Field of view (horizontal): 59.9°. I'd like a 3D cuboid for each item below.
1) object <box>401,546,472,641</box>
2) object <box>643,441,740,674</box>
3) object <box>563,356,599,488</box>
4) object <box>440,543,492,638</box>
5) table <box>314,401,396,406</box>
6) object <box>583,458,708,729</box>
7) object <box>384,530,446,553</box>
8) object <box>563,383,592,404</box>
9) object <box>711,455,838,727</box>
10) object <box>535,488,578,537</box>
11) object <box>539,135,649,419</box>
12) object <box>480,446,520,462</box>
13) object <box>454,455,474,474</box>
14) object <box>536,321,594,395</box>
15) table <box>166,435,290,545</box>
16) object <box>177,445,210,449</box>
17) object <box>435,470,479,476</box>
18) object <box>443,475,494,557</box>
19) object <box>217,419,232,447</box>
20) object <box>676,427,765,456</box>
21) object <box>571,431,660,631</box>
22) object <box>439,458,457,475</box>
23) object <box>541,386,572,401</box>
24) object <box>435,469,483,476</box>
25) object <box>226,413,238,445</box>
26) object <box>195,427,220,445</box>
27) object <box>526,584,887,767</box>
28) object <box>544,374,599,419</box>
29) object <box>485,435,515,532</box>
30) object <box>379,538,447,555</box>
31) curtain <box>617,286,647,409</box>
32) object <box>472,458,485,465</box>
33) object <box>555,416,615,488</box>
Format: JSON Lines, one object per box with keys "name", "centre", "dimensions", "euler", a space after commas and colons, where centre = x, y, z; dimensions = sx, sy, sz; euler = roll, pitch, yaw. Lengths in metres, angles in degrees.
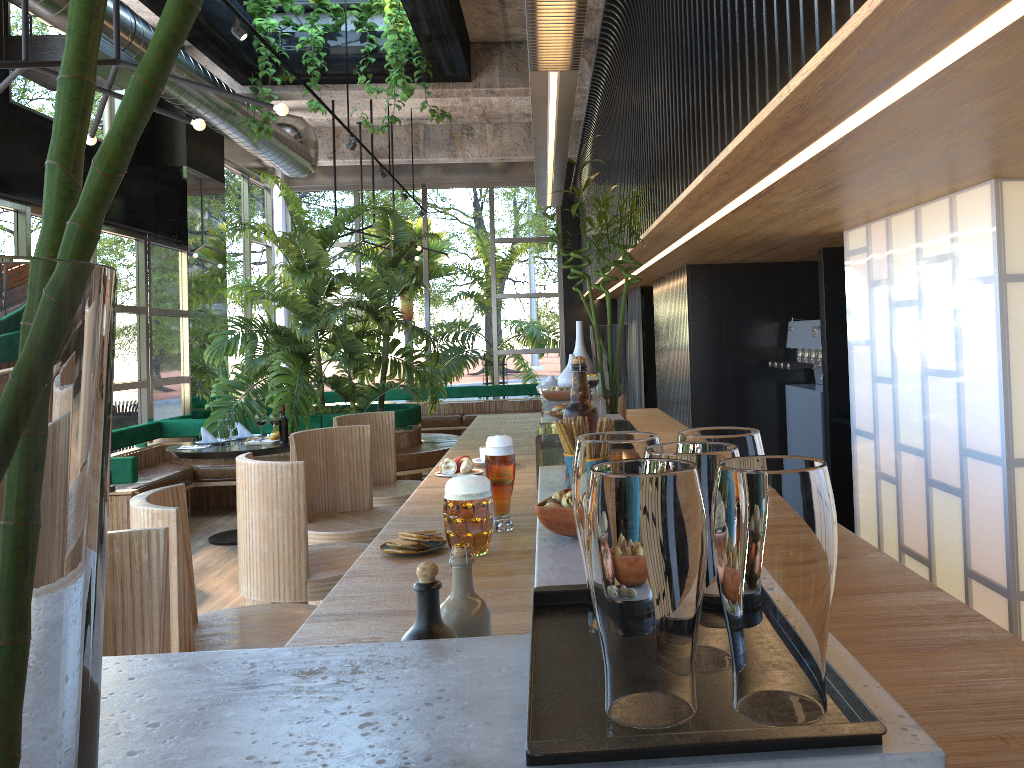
{"name": "object", "centre": [-0.074, 0.311, 1.066], "dimensions": [0.068, 0.215, 0.169], "euler": [-2, 0, 26]}
{"name": "object", "centre": [0.179, 0.166, 0.869], "dimensions": [0.101, 0.209, 0.110], "euler": [-2, -1, 34]}
{"name": "object", "centre": [0.147, 0.079, 1.890], "dimensions": [0.071, 0.276, 0.078], "euler": [-3, -1, 36]}
{"name": "object", "centre": [-0.062, 0.309, 1.139], "dimensions": [0.073, 0.210, 0.067], "euler": [-1, -1, -33]}
{"name": "table", "centre": [-1.992, 0.633, 11.005], "dimensions": [1.137, 0.750, 1.064], "euler": [-2, 2, -20]}
{"name": "object", "centre": [0.115, 0.174, 0.757], "dimensions": [0.100, 0.209, 0.110], "euler": [-2, -1, 44]}
{"name": "object", "centre": [-0.219, 0.352, 1.998], "dimensions": [0.092, 0.041, 0.148], "euler": [0, 3, 34]}
{"name": "object", "centre": [0.293, 0.046, 4.024], "dimensions": [0.161, 0.107, 0.086], "euler": [-3, 1, -44]}
{"name": "object", "centre": [0.223, 0.171, 0.752], "dimensions": [0.100, 0.209, 0.110], "euler": [-2, -1, 44]}
{"name": "object", "centre": [0.139, 0.202, 1.466], "dimensions": [0.189, 0.073, 0.232], "euler": [-1, 3, 20]}
{"name": "object", "centre": [0.471, -0.562, 4.639], "dimensions": [0.642, 1.549, 0.612], "euler": [-2, -1, 38]}
{"name": "object", "centre": [-0.051, 0.261, 3.307], "dimensions": [0.137, 0.064, 0.108], "euler": [-3, 2, -21]}
{"name": "object", "centre": [-0.171, 0.281, 3.116], "dimensions": [0.073, 0.060, 0.125], "euler": [-3, 2, -30]}
{"name": "object", "centre": [0.317, -0.130, 4.638], "dimensions": [0.332, 0.397, 0.304], "euler": [-2, 0, -42]}
{"name": "table", "centre": [-2.136, 0.845, 7.064], "dimensions": [1.149, 0.750, 1.051], "euler": [-3, 2, -32]}
{"name": "object", "centre": [-2.424, 0.482, 6.840], "dimensions": [0.256, 0.019, 0.157], "euler": [-2, 3, -1]}
{"name": "object", "centre": [-0.186, 0.309, 3.107], "dimensions": [0.117, 0.005, 0.126], "euler": [1, 4, 39]}
{"name": "object", "centre": [-0.096, 0.286, 1.960], "dimensions": [0.112, 0.172, 0.136], "euler": [-2, 0, -6]}
{"name": "object", "centre": [-2.212, 0.379, 6.843], "dimensions": [0.101, 0.209, 0.110], "euler": [-2, -1, 34]}
{"name": "object", "centre": [0.236, 0.157, 1.000], "dimensions": [0.100, 0.209, 0.110], "euler": [-2, -1, 44]}
{"name": "object", "centre": [0.120, 0.162, 0.986], "dimensions": [0.100, 0.209, 0.110], "euler": [-2, -1, 44]}
{"name": "object", "centre": [-0.224, 0.284, 3.098], "dimensions": [0.061, 0.059, 0.073], "euler": [-2, 1, -9]}
{"name": "object", "centre": [0.246, 0.045, 4.389], "dimensions": [0.189, 0.073, 0.232], "euler": [-1, 3, 20]}
{"name": "object", "centre": [-0.185, 0.311, 3.111], "dimensions": [0.164, 0.005, 0.170], "euler": [-1, 3, 11]}
{"name": "object", "centre": [-2.214, 0.352, 7.011], "dimensions": [0.095, 0.245, 0.090], "euler": [-2, -1, -17]}
{"name": "object", "centre": [-2.405, 0.412, 7.099], "dimensions": [0.239, 0.139, 0.226], "euler": [-2, 2, -17]}
{"name": "object", "centre": [0.154, 0.262, 0.870], "dimensions": [0.273, 0.018, 0.437], "euler": [-2, 3, 1]}
{"name": "object", "centre": [0.247, 0.047, 3.767], "dimensions": [0.209, 0.134, 0.810], "euler": [-2, 3, 8]}
{"name": "object", "centre": [-0.028, 0.242, 2.183], "dimensions": [0.071, 0.232, 0.078], "euler": [-2, -1, 32]}
{"name": "object", "centre": [-0.221, 0.367, 1.996], "dimensions": [0.156, 0.013, 0.144], "euler": [-4, 3, -29]}
{"name": "curtain", "centre": [1.463, -0.141, 11.045], "dimensions": [0.122, 2.057, 3.268], "euler": [-2, 2, 2]}
{"name": "object", "centre": [-0.072, 0.290, 3.307], "dimensions": [0.162, 0.020, 0.159], "euler": [-2, 3, -4]}
{"name": "object", "centre": [0.138, 0.145, 1.721], "dimensions": [0.103, 0.161, 0.107], "euler": [-2, 0, 34]}
